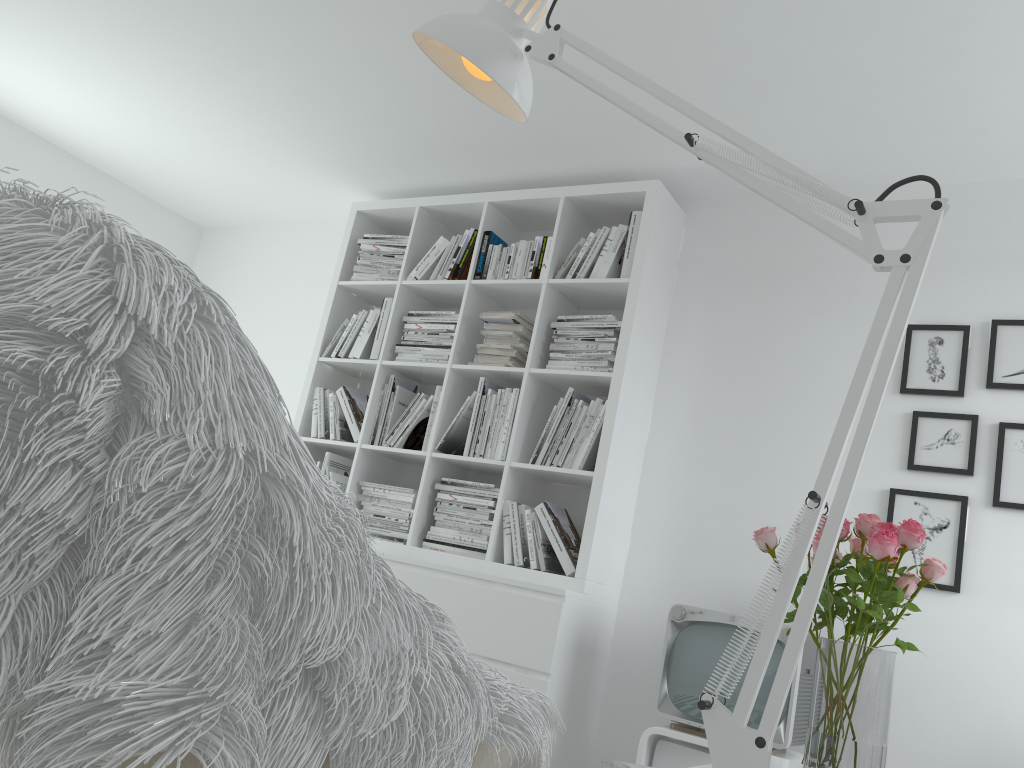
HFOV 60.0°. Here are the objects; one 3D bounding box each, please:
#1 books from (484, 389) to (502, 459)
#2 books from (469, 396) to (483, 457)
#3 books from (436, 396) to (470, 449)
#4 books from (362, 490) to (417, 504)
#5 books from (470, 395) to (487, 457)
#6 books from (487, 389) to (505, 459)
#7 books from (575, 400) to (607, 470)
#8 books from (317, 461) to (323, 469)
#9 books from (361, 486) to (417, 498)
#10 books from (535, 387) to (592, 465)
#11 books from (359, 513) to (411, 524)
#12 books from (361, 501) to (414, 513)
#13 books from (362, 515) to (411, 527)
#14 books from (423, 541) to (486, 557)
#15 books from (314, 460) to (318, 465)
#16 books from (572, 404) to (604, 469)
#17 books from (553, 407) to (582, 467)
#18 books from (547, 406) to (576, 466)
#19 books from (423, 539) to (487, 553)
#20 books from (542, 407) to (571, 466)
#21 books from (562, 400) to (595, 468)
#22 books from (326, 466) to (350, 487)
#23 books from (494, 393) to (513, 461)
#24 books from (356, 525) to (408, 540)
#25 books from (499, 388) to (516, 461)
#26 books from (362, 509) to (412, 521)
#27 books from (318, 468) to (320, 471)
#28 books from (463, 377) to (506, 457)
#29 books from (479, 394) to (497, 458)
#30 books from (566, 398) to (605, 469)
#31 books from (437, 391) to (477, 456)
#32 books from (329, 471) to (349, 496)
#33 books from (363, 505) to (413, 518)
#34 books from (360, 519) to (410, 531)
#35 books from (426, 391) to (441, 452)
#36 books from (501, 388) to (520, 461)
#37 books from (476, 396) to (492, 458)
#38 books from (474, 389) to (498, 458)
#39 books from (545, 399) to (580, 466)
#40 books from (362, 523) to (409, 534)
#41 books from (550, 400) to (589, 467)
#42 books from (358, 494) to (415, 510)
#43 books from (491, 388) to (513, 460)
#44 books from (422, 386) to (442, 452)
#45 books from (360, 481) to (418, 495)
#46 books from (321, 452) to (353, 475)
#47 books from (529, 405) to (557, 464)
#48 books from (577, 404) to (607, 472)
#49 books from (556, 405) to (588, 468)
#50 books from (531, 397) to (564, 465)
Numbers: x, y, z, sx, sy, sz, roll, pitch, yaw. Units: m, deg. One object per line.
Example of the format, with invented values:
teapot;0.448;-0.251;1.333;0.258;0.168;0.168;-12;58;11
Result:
books;-0.032;0.184;3.587;0.016;0.288;0.182;4;-15;32
books;-0.102;0.192;3.608;0.013;0.254;0.161;4;-15;32
books;-0.200;0.181;3.665;0.118;0.235;0.161;4;-15;32
books;-0.477;0.493;3.771;0.273;0.021;0.174;4;-15;32
books;-0.095;0.189;3.594;0.013;0.256;0.161;4;-15;32
books;-0.019;0.185;3.578;0.016;0.288;0.182;4;-15;32
books;0.344;0.219;3.374;0.090;0.282;0.182;4;-15;32
books;-0.842;0.501;3.949;0.012;0.285;0.159;4;-15;32
books;-0.475;0.475;3.776;0.288;0.016;0.182;4;-15;32
books;0.205;0.190;3.465;0.109;0.325;0.176;4;-15;32
books;-0.500;0.578;3.755;0.285;0.012;0.159;4;-15;32
books;-0.475;0.541;3.773;0.288;0.016;0.182;4;-15;32
books;-0.488;0.588;3.734;0.256;0.013;0.161;4;-15;32
books;-0.171;0.678;3.554;0.308;0.014;0.232;4;-15;30
books;-0.870;0.501;3.986;0.016;0.288;0.182;4;-15;32
books;0.327;0.226;3.389;0.091;0.269;0.174;4;-15;32
books;0.247;0.227;3.417;0.077;0.248;0.161;4;-15;32
books;0.225;0.224;3.429;0.078;0.249;0.161;4;-15;32
books;-0.162;0.668;3.562;0.312;0.012;0.251;3;-15;33
books;0.205;0.225;3.452;0.078;0.248;0.161;4;-15;32
books;0.293;0.220;3.419;0.090;0.282;0.182;4;-15;32
books;-0.745;0.508;3.875;0.131;0.263;0.159;4;-15;32
books;0.010;0.190;3.539;0.021;0.273;0.174;4;-15;32
books;-0.509;0.634;3.741;0.331;0.025;0.176;4;-15;32
books;0.028;0.182;3.530;0.016;0.288;0.182;4;-15;32
books;-0.491;0.565;3.747;0.254;0.012;0.161;4;-15;32
books;-0.839;0.513;3.932;0.013;0.256;0.161;4;-15;32
books;-0.109;0.155;3.626;0.025;0.331;0.176;4;-15;32
books;-0.056;0.191;3.582;0.017;0.263;0.167;4;-15;32
books;0.314;0.215;3.407;0.103;0.293;0.180;4;-15;32
books;-0.185;0.172;3.654;0.131;0.263;0.159;4;-15;32
books;-0.729;0.518;3.867;0.118;0.235;0.161;4;-15;32
books;-0.478;0.553;3.753;0.263;0.017;0.167;4;-15;32
books;-0.499;0.608;3.763;0.288;0.016;0.182;4;-15;32
books;-0.279;0.187;3.778;0.021;0.273;0.174;4;-15;32
books;0.035;0.181;3.513;0.016;0.288;0.182;4;-15;32
books;-0.074;0.192;3.582;0.012;0.254;0.161;4;-15;32
books;-0.078;0.178;3.597;0.012;0.285;0.159;4;-15;32
books;0.231;0.215;3.458;0.090;0.282;0.182;4;-15;32
books;-0.495;0.618;3.738;0.254;0.013;0.161;4;-15;32
books;0.246;0.214;3.430;0.085;0.278;0.159;4;-15;32
books;-0.491;0.519;3.790;0.296;0.028;0.180;4;-15;32
books;0.001;0.183;3.567;0.028;0.296;0.180;4;-15;32
books;-0.295;0.174;3.795;0.028;0.296;0.180;4;-15;32
books;-0.482;0.456;3.774;0.288;0.016;0.182;4;-15;32
books;-0.800;0.482;3.931;0.025;0.331;0.176;4;-15;32
books;0.157;0.222;3.475;0.077;0.248;0.161;4;-15;32
books;0.349;0.215;3.352;0.090;0.282;0.182;4;-15;32
books;0.267;0.226;3.416;0.085;0.258;0.167;4;-15;32
books;0.174;0.205;3.466;0.085;0.278;0.159;4;-15;32
